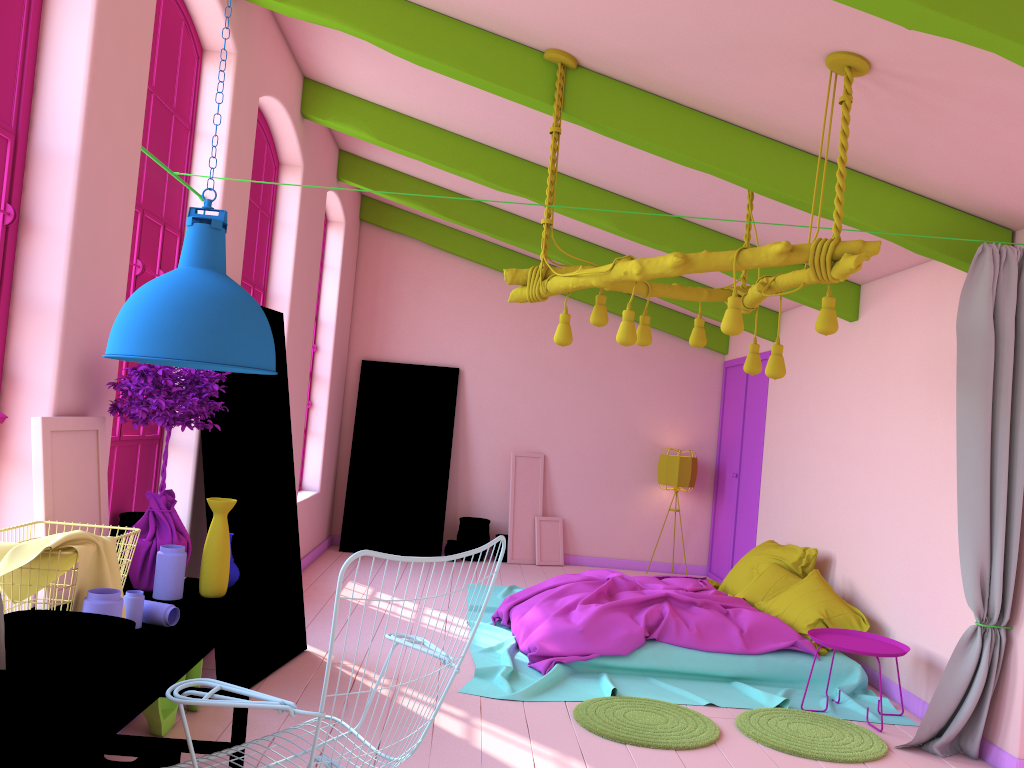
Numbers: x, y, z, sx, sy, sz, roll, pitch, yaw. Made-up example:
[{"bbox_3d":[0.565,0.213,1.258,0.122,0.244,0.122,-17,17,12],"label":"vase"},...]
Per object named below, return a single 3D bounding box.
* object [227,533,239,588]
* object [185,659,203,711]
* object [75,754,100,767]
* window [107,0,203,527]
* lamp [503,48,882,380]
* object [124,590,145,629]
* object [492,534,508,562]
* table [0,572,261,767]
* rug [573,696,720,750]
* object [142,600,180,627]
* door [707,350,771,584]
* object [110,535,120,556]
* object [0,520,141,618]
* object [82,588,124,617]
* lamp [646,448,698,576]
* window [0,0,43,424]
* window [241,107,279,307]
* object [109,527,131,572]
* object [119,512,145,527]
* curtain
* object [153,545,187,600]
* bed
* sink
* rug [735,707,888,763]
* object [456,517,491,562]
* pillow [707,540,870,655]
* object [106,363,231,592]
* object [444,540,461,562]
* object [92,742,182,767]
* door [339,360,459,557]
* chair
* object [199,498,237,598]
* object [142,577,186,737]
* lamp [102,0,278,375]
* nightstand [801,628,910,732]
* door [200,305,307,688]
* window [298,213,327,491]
[{"bbox_3d":[-1.206,0.737,3.719,0.132,0.219,0.132,5,-2,14],"label":"object"},{"bbox_3d":[-1.656,1.432,4.538,0.137,0.462,0.284,6,-2,-17],"label":"object"},{"bbox_3d":[-1.484,1.373,2.925,0.300,0.448,0.672,6,-3,-27],"label":"object"},{"bbox_3d":[-1.877,-0.587,4.449,0.072,3.046,1.275,5,-2,-2],"label":"window"},{"bbox_3d":[1.035,-1.181,4.443,1.611,2.263,1.775,6,-2,-21],"label":"lamp"},{"bbox_3d":[-1.283,0.763,3.001,0.065,0.118,0.065,7,-3,-44],"label":"object"},{"bbox_3d":[-0.107,1.912,10.322,0.260,0.306,0.261,4,-3,30],"label":"object"},{"bbox_3d":[-1.405,1.194,2.757,0.655,0.820,2.193,5,-3,-2],"label":"table"},{"bbox_3d":[0.747,1.884,4.959,0.793,0.021,0.792,6,-3,-20],"label":"rug"},{"bbox_3d":[-1.227,0.795,3.069,0.137,0.076,0.076,4,-2,18],"label":"object"},{"bbox_3d":[2.486,0.983,9.790,0.108,2.589,1.678,5,-2,-2],"label":"door"},{"bbox_3d":[-1.867,0.799,3.988,0.182,0.222,0.182,6,-2,-25],"label":"object"},{"bbox_3d":[-1.432,0.619,2.798,0.444,0.369,0.633,5,-2,-2],"label":"object"},{"bbox_3d":[-1.217,0.712,2.627,0.109,0.197,0.109,5,-2,-10],"label":"object"},{"bbox_3d":[1.904,1.487,10.290,0.491,1.466,0.477,4,-2,28],"label":"lamp"},{"bbox_3d":[-1.798,-0.658,2.532,0.492,3.002,1.498,5,-2,-2],"label":"window"},{"bbox_3d":[-1.975,-0.500,6.353,0.214,3.008,1.514,5,-2,-2],"label":"window"},{"bbox_3d":[-1.880,0.811,4.285,0.182,0.222,0.182,6,-2,-20],"label":"object"},{"bbox_3d":[-1.890,0.795,4.495,0.223,0.272,0.223,6,-2,-15],"label":"object"},{"bbox_3d":[2.548,0.651,4.860,0.519,2.784,0.525,6,-2,-21],"label":"curtain"},{"bbox_3d":[-1.328,0.730,3.445,0.109,0.197,0.109,4,-3,35],"label":"object"},{"bbox_3d":[1.014,1.759,6.988,2.802,0.513,3.578,5,-3,-2],"label":"bed"},{"bbox_3d":[-1.164,0.695,2.133,0.340,0.194,0.609,5,-3,-2],"label":"sink"},{"bbox_3d":[1.678,1.968,4.998,0.792,0.021,0.793,4,-3,25],"label":"rug"},{"bbox_3d":[-0.447,1.790,10.236,0.386,0.470,0.386,3,-3,40],"label":"object"},{"bbox_3d":[2.101,1.705,7.296,0.848,0.822,2.618,6,-3,-13],"label":"pillow"},{"bbox_3d":[-1.415,0.351,3.576,0.441,0.950,0.502,7,-3,-42],"label":"object"},{"bbox_3d":[-0.669,1.884,10.003,0.199,0.234,0.199,7,-3,-35],"label":"object"},{"bbox_3d":[-1.467,1.475,3.068,0.446,0.277,0.522,5,-2,-2],"label":"object"},{"bbox_3d":[-1.284,0.852,10.241,1.153,2.210,0.450,5,-2,-2],"label":"door"},{"bbox_3d":[-0.627,1.061,2.833,0.924,1.238,1.079,4,-3,32],"label":"chair"},{"bbox_3d":[-1.171,0.650,3.524,0.116,0.382,0.116,6,-2,-29],"label":"object"},{"bbox_3d":[-1.703,1.278,4.212,0.218,0.733,0.451,5,-2,-2],"label":"object"},{"bbox_3d":[-0.935,-1.053,2.876,0.528,2.001,0.529,4,-2,29],"label":"lamp"},{"bbox_3d":[2.124,1.811,5.491,0.596,0.458,0.596,3,-3,35],"label":"nightstand"},{"bbox_3d":[-1.541,0.606,5.310,0.450,2.210,1.154,5,-2,8],"label":"door"},{"bbox_3d":[-2.072,-0.406,8.812,0.072,3.046,1.275,5,-2,-2],"label":"window"}]
